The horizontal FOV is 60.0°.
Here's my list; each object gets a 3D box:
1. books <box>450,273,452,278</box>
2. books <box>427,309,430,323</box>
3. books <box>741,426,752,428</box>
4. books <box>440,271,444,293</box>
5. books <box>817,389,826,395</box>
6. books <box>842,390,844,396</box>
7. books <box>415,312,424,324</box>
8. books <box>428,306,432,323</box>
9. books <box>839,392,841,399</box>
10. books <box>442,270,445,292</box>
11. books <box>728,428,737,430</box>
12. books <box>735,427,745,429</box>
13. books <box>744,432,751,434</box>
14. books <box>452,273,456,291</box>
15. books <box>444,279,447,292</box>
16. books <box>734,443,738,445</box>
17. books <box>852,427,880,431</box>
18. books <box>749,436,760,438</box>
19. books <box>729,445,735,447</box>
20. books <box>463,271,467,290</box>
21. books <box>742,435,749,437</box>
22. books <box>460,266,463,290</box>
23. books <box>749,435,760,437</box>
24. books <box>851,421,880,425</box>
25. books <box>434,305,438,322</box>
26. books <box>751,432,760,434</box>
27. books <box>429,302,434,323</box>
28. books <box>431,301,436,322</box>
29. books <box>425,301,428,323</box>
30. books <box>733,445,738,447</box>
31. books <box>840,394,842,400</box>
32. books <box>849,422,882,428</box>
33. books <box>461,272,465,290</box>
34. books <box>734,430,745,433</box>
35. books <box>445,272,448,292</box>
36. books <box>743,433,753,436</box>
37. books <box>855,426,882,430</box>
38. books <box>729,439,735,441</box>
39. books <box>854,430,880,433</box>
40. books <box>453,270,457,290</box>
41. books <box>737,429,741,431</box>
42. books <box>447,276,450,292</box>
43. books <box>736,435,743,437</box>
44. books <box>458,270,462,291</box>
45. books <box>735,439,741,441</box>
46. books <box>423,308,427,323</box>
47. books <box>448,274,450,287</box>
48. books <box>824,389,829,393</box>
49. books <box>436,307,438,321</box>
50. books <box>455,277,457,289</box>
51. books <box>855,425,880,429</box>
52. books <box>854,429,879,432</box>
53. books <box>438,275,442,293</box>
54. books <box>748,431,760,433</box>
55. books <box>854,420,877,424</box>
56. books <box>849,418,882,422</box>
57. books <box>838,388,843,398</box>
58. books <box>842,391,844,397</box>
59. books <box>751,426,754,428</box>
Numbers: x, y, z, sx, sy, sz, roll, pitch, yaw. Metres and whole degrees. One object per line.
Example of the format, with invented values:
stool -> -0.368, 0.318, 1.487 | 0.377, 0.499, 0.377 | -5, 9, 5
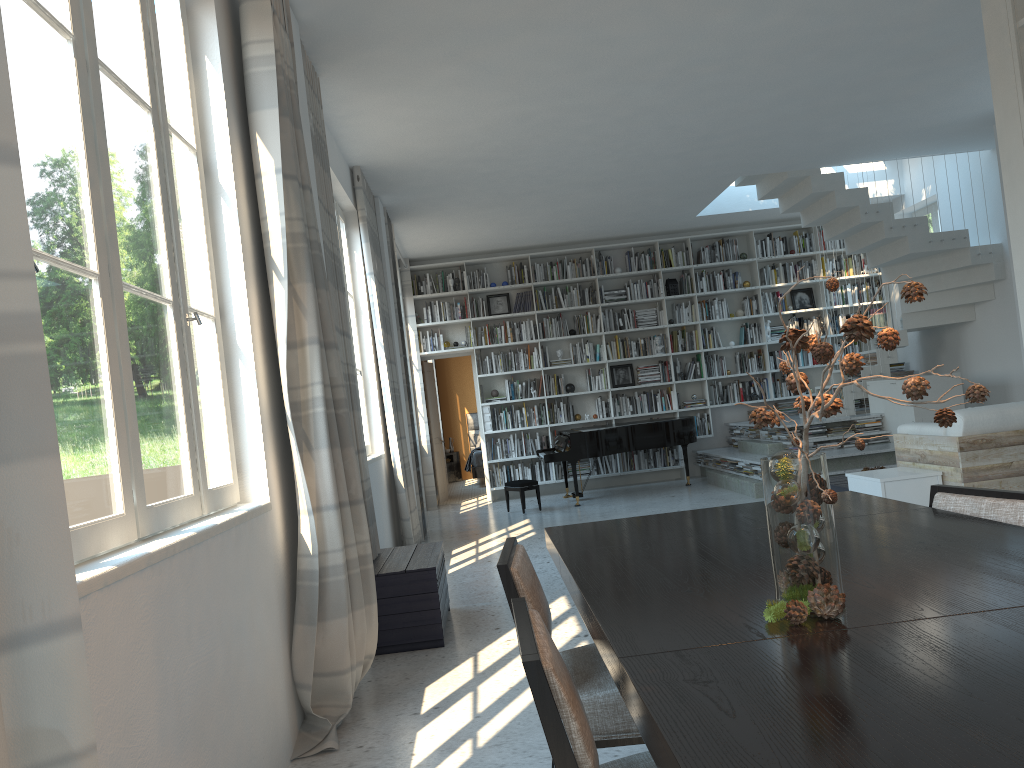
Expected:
books -> -0.783, -1.304, 11.569 | 0.021, 0.253, 0.179 | -7, -1, -2
books -> -1.083, -0.868, 11.565 | 0.024, 0.192, 0.138 | -7, -1, -2
books -> 2.973, 0.528, 11.019 | 0.164, 0.015, 0.243 | -6, -2, -7
books -> -0.914, -1.314, 11.563 | 0.014, 0.304, 0.145 | -7, -1, -2
books -> 3.789, 0.134, 10.818 | 0.125, 0.125, 0.009 | -7, -1, -2
books -> 3.817, 0.110, 10.054 | 0.125, 0.123, 0.036 | -7, -1, -2
books -> -1.200, -0.847, 11.557 | 0.121, 0.176, 0.129 | -7, -1, -2
books -> -1.062, -0.890, 11.541 | 0.022, 0.228, 0.171 | -7, -1, -2
books -> 3.813, 0.112, 10.152 | 0.125, 0.125, 0.008 | -7, -1, -2
books -> -0.894, -1.322, 11.574 | 0.029, 0.314, 0.129 | -7, -1, -2
books -> 2.952, 0.582, 11.613 | 0.171, 0.015, 0.253 | -6, -2, -7
books -> 2.973, 0.554, 11.323 | 0.163, 0.018, 0.290 | -7, -2, -3
books -> 2.995, 0.599, 11.018 | 0.154, 0.018, 0.221 | -7, -2, -3
books -> -0.759, -1.309, 11.567 | 0.027, 0.259, 0.147 | -7, -1, -2
books -> -0.860, -1.262, 11.563 | 0.024, 0.187, 0.159 | -7, -1, -2
books -> 2.948, 0.758, 11.332 | 0.180, 0.017, 0.183 | -6, -2, -5
books -> 3.844, 0.491, 9.652 | 0.262, 0.016, 0.132 | -6, -2, -7
books -> 2.990, 0.632, 10.729 | 0.182, 0.011, 0.253 | -7, -2, 2
books -> 2.952, 0.804, 11.643 | 0.163, 0.019, 0.187 | -7, -2, -3
books -> -0.607, -1.324, 11.542 | 0.024, 0.252, 0.235 | -7, -1, -2
books -> 2.980, 0.639, 11.017 | 0.190, 0.012, 0.235 | -6, -2, -4
books -> -0.657, -1.361, 11.571 | 0.014, 0.337, 0.168 | -7, -1, -2
books -> 2.995, 0.619, 10.730 | 0.177, 0.014, 0.247 | -6, -2, -4
books -> 3.837, 0.425, 9.632 | 0.261, 0.012, 0.179 | -7, -2, 2
books -> -0.989, -0.903, 11.561 | 0.024, 0.239, 0.155 | -7, -1, -2
books -> 3.001, 0.586, 10.731 | 0.159, 0.018, 0.203 | -6, -2, -4
books -> -1.042, -0.920, 11.537 | 0.023, 0.282, 0.186 | -7, -1, -2
books -> -1.018, -0.924, 11.561 | 0.028, 0.288, 0.132 | -7, -1, -2
books -> -1.107, -0.919, 11.554 | 0.011, 0.296, 0.162 | -7, -1, -2
books -> 2.945, 0.785, 11.331 | 0.187, 0.009, 0.261 | -7, -2, 1
books -> 3.814, 0.112, 10.142 | 0.125, 0.125, 0.011 | -7, -1, -2
books -> 3.839, 0.446, 9.639 | 0.284, 0.030, 0.177 | -7, -2, -1
books -> -0.634, -1.324, 11.578 | 0.025, 0.259, 0.138 | -7, -1, -2
books -> 2.961, 0.598, 11.322 | 0.189, 0.030, 0.237 | -6, -2, -5
books -> -0.847, -1.307, 11.571 | 0.013, 0.275, 0.158 | -7, -1, -2
books -> 2.986, 0.621, 11.017 | 0.164, 0.023, 0.242 | -7, -2, 2
books -> 3.843, 0.478, 9.627 | 0.281, 0.008, 0.181 | -7, -2, 3
books -> 2.941, 0.724, 11.644 | 0.152, 0.015, 0.208 | -7, -2, 3
books -> 3.847, 0.512, 9.636 | 0.220, 0.011, 0.177 | -6, -2, -4
books -> -0.741, -1.328, 11.581 | 0.013, 0.292, 0.154 | -7, -1, -2
books -> 2.970, 0.579, 11.322 | 0.171, 0.007, 0.206 | -7, -2, 0
books -> -0.827, -1.285, 11.571 | 0.021, 0.226, 0.156 | -7, -1, -2
books -> 2.980, 0.658, 11.321 | 0.173, 0.017, 0.233 | -7, -2, -3
books -> -0.672, -1.333, 11.575 | 0.022, 0.286, 0.175 | -7, -1, -2
books -> 2.958, 0.706, 11.333 | 0.149, 0.014, 0.228 | -6, -2, -4
books -> -1.125, -0.877, 11.550 | 0.034, 0.218, 0.166 | -7, -1, -2
books -> -0.805, -1.297, 11.559 | 0.025, 0.243, 0.167 | -7, -1, -2
books -> 3.797, 0.126, 10.588 | 0.125, 0.125, 0.007 | -7, -1, -2
books -> -0.970, -0.890, 11.551 | 0.010, 0.208, 0.165 | -7, -1, -2
books -> -0.718, -1.287, 11.576 | 0.023, 0.205, 0.146 | -7, -1, -2
books -> 3.841, 0.468, 9.647 | 0.268, 0.014, 0.160 | -7, -2, -3
books -> 3.845, 0.503, 9.646 | 0.259, 0.009, 0.152 | -6, -2, -5
books -> -0.934, -1.288, 11.575 | 0.030, 0.257, 0.130 | -7, -1, -2
books -> 2.991, 0.569, 10.731 | 0.179, 0.017, 0.293 | -7, -2, -1
books -> 3.834, 0.407, 9.639 | 0.192, 0.024, 0.167 | -7, -2, 3
books -> 3.833, 0.388, 9.628 | 0.285, 0.013, 0.181 | -6, -2, -7
books -> 3.812, 0.113, 10.198 | 0.125, 0.125, 0.010 | -7, -1, -2
books -> 3.817, 0.110, 10.062 | 0.125, 0.123, 0.034 | -7, -1, -2
books -> 2.995, 0.512, 10.732 | 0.139, 0.028, 0.262 | -7, -2, 3
